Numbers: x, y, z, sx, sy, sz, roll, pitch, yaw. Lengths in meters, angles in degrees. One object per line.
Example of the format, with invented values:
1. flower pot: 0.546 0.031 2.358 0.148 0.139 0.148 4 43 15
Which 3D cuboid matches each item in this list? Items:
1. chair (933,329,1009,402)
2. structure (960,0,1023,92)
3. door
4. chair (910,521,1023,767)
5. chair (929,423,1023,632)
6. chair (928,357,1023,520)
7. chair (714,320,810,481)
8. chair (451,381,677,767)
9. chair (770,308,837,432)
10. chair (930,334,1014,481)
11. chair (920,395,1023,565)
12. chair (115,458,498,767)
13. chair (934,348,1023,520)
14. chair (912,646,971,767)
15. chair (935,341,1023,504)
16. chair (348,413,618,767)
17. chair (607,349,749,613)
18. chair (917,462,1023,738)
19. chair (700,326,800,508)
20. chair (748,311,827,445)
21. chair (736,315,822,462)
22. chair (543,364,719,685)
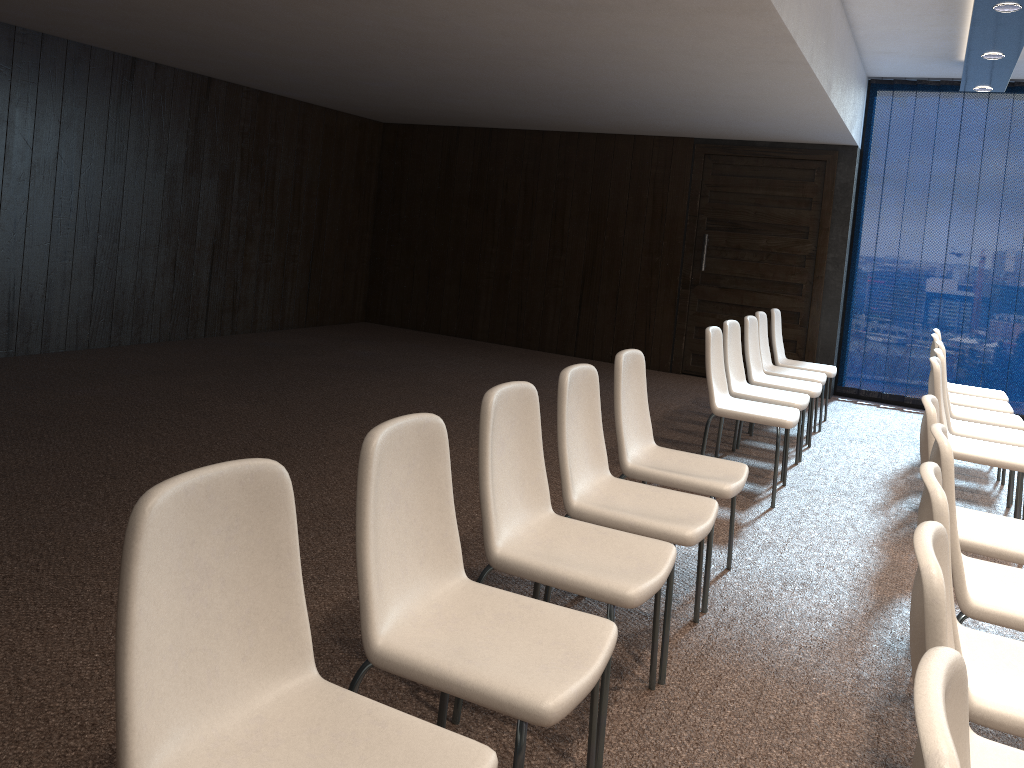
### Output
1. chair: 3.481 0.060 6.709 0.562 0.894 0.532 8 4 25
2. structure: 8.071 -1.075 1.179 13.258 0.228 8.116 11 11 25
3. door: 2.436 -1.192 8.863 1.411 2.390 0.269 8 2 25
4. chair: 0.929 0.757 1.471 0.562 0.894 0.532 8 4 27
5. chair: 1.469 0.617 2.540 0.562 0.894 0.532 8 4 24
6. chair: 2.416 0.349 4.532 0.562 0.894 0.532 8 4 27
7. chair: 1.598 0.073 5.600 0.562 0.894 0.532 8 4 27
8. chair: 0.171 0.486 2.543 0.562 0.894 0.532 8 4 25
9. chair: 2.370 -0.141 7.200 0.562 0.894 0.532 8 4 24
10. chair: 3.204 0.132 6.163 0.562 0.894 0.532 8 4 25
11. chair: 1.715 0.536 3.121 0.562 0.894 0.532 8 4 27
12. chair: -0.347 0.634 1.442 0.562 0.894 0.532 8 4 27
13. chair: 2.684 0.283 5.044 0.562 0.894 0.532 8 4 24
14. chair: 0.675 0.832 0.915 0.562 0.894 0.532 8 4 27
15. chair: 2.963 0.210 5.600 0.562 0.894 0.532 8 4 24
16. chair: -0.071 0.565 1.971 0.562 0.894 0.532 8 4 24
17. chair: 0.673 0.343 3.603 0.562 0.894 0.532 8 4 24
18. chair: 1.182 0.688 1.990 0.562 0.894 0.532 8 4 24
19. chair: 1.355 0.152 5.032 0.562 0.894 0.532 8 4 24
20. chair: 2.100 -0.074 6.686 0.562 0.894 0.532 8 4 25
21. chair: 1.873 0.002 6.142 0.562 0.894 0.532 8 4 25
22. chair: 0.415 0.420 3.041 0.562 0.894 0.532 8 4 24
